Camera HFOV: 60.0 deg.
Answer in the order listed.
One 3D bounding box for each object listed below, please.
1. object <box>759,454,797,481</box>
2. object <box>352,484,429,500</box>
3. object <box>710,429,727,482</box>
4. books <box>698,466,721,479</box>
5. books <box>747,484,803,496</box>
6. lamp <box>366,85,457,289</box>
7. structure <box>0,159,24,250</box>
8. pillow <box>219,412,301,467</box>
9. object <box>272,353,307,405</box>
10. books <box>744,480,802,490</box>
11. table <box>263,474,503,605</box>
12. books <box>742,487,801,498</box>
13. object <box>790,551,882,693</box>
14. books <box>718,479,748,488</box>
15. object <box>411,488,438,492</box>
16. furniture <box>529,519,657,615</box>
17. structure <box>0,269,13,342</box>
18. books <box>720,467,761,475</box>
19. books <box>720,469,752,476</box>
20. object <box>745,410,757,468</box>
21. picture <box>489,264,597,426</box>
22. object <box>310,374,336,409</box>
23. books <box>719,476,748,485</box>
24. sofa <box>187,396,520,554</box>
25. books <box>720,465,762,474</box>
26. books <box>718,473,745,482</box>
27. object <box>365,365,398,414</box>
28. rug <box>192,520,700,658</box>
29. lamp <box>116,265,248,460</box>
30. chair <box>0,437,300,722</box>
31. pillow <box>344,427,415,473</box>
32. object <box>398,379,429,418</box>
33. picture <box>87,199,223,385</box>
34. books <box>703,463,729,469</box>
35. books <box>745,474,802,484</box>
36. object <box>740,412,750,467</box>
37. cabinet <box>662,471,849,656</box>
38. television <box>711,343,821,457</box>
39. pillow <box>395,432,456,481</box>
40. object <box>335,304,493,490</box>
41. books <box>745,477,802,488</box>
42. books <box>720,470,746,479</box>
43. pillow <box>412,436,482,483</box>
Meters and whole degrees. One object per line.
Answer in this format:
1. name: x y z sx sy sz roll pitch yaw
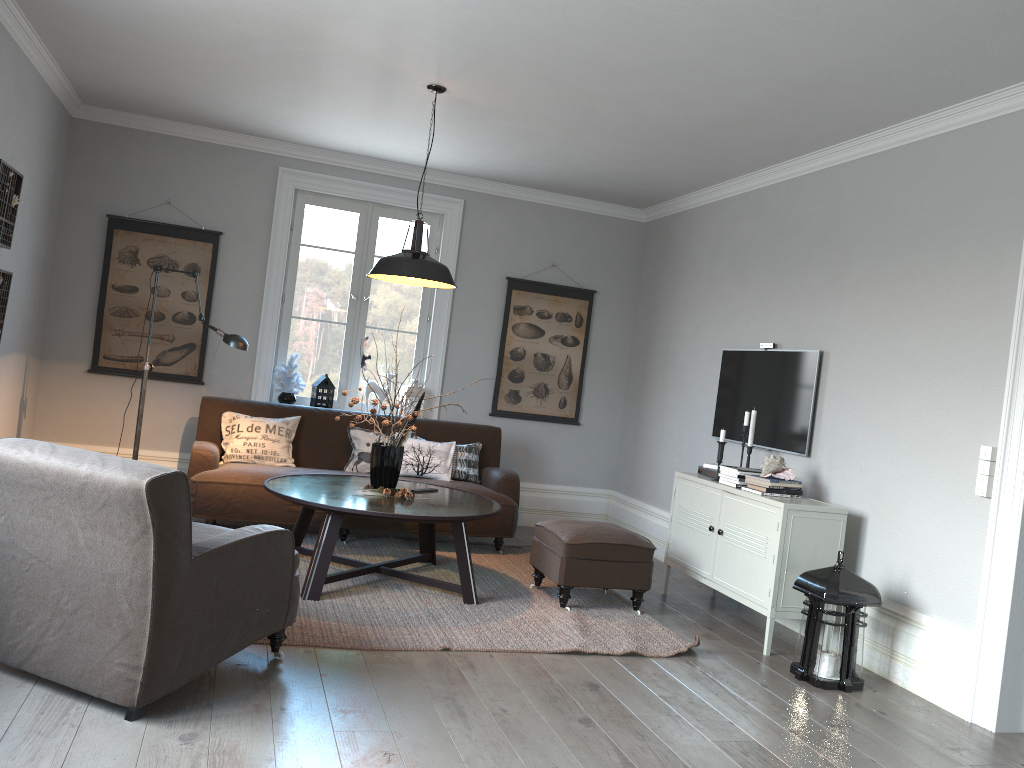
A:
1. object: 1.413 0.443 4.770 0.194 0.127 0.192 7 0 -24
2. object: -0.653 0.582 4.804 0.404 0.067 0.153 7 0 1
3. object: 1.215 0.413 5.172 0.082 0.311 0.083 7 0 -40
4. books: 1.295 0.547 5.388 0.218 0.049 0.276 7 1 -17
5. books: 1.412 0.565 4.769 0.238 0.027 0.175 7 1 -20
6. lamp: -0.485 -1.096 4.882 0.504 1.076 0.504 7 0 30
7. structure: -2.670 -0.936 4.653 0.105 0.416 0.468 7 0 -17
8. pillow: -1.701 0.378 5.972 0.519 0.368 0.240 7 0 -17
9. object: -1.688 -0.037 6.666 0.263 0.424 0.247 7 0 19
10. books: 1.402 0.544 4.764 0.235 0.014 0.185 7 1 -28
11. table: -0.728 0.850 4.887 1.299 0.503 1.300 7 1 -24
12. books: 1.392 0.584 4.771 0.243 0.014 0.196 7 1 -17
13. object: 1.486 1.068 4.090 0.323 0.599 0.323 7 0 -17
14. books: 1.332 0.570 4.990 0.271 0.022 0.200 7 1 -15
15. object: -0.510 0.618 5.177 0.051 0.011 0.207 7 1 33
16. furniture: 0.444 1.008 4.983 0.583 0.440 0.574 7 0 -17
17. structure: -2.749 -0.405 4.671 0.086 0.416 0.468 7 0 -17
18. books: 1.333 0.493 4.984 0.260 0.010 0.196 7 1 -19
19. books: 1.336 0.504 4.984 0.265 0.010 0.196 7 1 -17
20. object: 1.398 0.362 5.204 0.066 0.457 0.066 7 0 40
21. picture: 0.268 -0.348 7.303 0.793 1.313 0.057 7 0 -17
22. object: -1.440 0.064 6.753 0.155 0.284 0.155 7 0 -27
23. books: 1.328 0.551 4.981 0.253 0.016 0.200 7 1 -19
24. sofa: -1.056 0.625 6.064 2.164 0.824 0.969 7 0 -17
25. books: 1.334 0.485 4.991 0.263 0.008 0.212 7 1 -16
26. books: 1.335 0.536 4.992 0.271 0.016 0.222 7 1 -17
27. object: -1.009 0.052 6.800 0.239 0.410 0.128 7 0 -21
28. rug: -0.734 1.045 4.930 2.818 0.090 2.400 7 1 -16
29. lamp: -2.433 0.056 5.661 1.864 1.644 0.797 7 0 21
30. chair: -1.308 0.635 3.276 0.807 0.795 0.970 7 0 24
31. pillow: -0.924 0.484 6.170 0.472 0.347 0.159 7 0 -20
32. object: -0.778 0.123 6.933 0.193 0.322 0.193 7 0 -23
33. picture: -2.568 -0.688 6.431 0.793 1.313 0.057 7 0 -17
34. books: 1.287 0.510 5.410 0.199 0.024 0.160 7 1 27
35. books: 1.402 0.512 4.762 0.235 0.014 0.185 7 1 -30
36. object: 1.335 0.366 5.119 0.092 0.431 0.092 7 0 32
37. cabinet: 1.293 0.957 4.962 0.408 0.757 1.152 7 0 -17
38. television: 1.565 0.072 5.528 0.041 0.657 1.063 7 0 -17
39. pillow: -0.624 0.511 6.183 0.471 0.309 0.188 7 0 -16
40. object: -0.514 0.090 4.854 0.525 1.066 0.853 7 0 44
41. books: 1.402 0.528 4.757 0.235 0.017 0.185 7 1 -30
42. books: 1.329 0.517 4.986 0.251 0.019 0.200 7 1 -15
43. pillow: -0.467 0.542 6.349 0.542 0.288 0.183 7 0 -16
